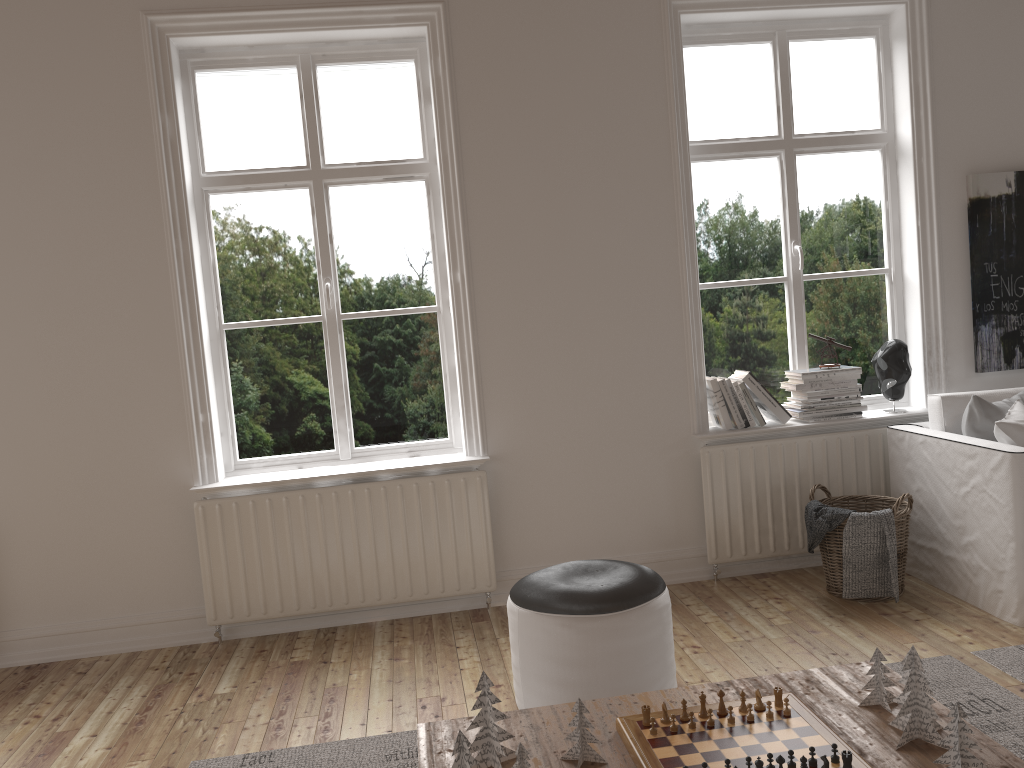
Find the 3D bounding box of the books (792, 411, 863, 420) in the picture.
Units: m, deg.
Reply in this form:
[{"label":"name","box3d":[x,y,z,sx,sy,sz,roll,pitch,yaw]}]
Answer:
[{"label":"books","box3d":[1.451,0.140,4.110,0.285,0.012,0.159,-5,4,-7]}]

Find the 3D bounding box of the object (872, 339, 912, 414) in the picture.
[{"label":"object","box3d":[1.765,-0.039,4.117,0.171,0.340,0.177,-3,5,29]}]

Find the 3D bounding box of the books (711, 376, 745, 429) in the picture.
[{"label":"books","box3d":[0.974,0.084,4.054,0.112,0.235,0.172,-5,4,-7]}]

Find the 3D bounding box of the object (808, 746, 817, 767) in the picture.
[{"label":"object","box3d":[0.590,0.730,1.742,0.017,0.037,0.017,-4,4,12]}]

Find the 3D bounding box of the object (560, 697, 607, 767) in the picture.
[{"label":"object","box3d":[0.146,0.738,1.895,0.077,0.141,0.082,-7,5,-25]}]

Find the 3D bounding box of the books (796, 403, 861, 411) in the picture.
[{"label":"books","box3d":[1.461,0.100,4.119,0.254,0.013,0.161,-5,4,-7]}]

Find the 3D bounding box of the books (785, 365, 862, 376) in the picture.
[{"label":"books","box3d":[1.432,-0.061,4.092,0.288,0.016,0.182,-5,4,-7]}]

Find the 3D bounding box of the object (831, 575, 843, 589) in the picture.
[{"label":"object","box3d":[1.465,0.758,3.695,0.291,0.186,0.280,-7,5,-21]}]

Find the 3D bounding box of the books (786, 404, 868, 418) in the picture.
[{"label":"books","box3d":[1.451,0.120,4.119,0.331,0.025,0.176,-5,4,-7]}]

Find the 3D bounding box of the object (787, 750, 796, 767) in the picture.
[{"label":"object","box3d":[0.547,0.734,1.736,0.017,0.037,0.017,-4,4,12]}]

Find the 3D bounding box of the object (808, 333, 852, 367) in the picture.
[{"label":"object","box3d":[1.462,-0.161,4.072,0.092,0.161,0.177,-8,6,-39]}]

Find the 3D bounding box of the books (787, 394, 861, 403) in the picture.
[{"label":"books","box3d":[1.443,0.062,4.114,0.285,0.012,0.159,-5,4,-7]}]

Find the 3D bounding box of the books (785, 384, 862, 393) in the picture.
[{"label":"books","box3d":[1.446,0.016,4.127,0.288,0.016,0.182,-5,4,-7]}]

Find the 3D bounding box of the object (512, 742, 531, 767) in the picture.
[{"label":"object","box3d":[0.019,0.765,1.738,0.072,0.132,0.076,-5,4,-6]}]

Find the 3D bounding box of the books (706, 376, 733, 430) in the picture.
[{"label":"books","box3d":[0.930,0.085,4.059,0.093,0.239,0.172,-5,4,-7]}]

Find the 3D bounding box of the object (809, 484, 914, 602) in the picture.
[{"label":"object","box3d":[1.453,0.647,3.682,0.393,0.432,0.393,-4,4,15]}]

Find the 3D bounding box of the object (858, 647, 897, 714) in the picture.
[{"label":"object","box3d":[0.843,0.669,2.037,0.079,0.137,0.075,-1,6,42]}]

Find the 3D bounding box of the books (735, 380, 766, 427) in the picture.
[{"label":"books","box3d":[1.074,0.086,4.068,0.118,0.213,0.161,-5,4,-7]}]

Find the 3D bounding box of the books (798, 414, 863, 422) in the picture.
[{"label":"books","box3d":[1.467,0.151,4.117,0.254,0.012,0.161,-5,4,-7]}]

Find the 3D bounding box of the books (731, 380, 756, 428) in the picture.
[{"label":"books","box3d":[1.035,0.086,4.068,0.101,0.218,0.161,-5,4,-7]}]

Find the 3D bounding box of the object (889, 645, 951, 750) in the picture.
[{"label":"object","box3d":[0.853,0.647,1.866,0.111,0.204,0.118,-4,5,17]}]

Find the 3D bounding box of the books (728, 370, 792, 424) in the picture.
[{"label":"books","box3d":[1.139,0.058,4.078,0.226,0.255,0.176,-5,4,-7]}]

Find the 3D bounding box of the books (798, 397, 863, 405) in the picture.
[{"label":"books","box3d":[1.466,0.072,4.109,0.256,0.013,0.161,-5,4,-7]}]

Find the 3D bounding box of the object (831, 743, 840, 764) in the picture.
[{"label":"object","box3d":[0.636,0.726,1.746,0.017,0.037,0.017,-4,4,12]}]

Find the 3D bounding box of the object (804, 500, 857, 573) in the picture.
[{"label":"object","box3d":[1.384,0.650,3.663,0.367,0.332,0.303,-6,4,-16]}]

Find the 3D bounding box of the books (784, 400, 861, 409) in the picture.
[{"label":"books","box3d":[1.442,0.088,4.131,0.288,0.016,0.182,-5,4,-7]}]

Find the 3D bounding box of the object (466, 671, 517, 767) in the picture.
[{"label":"object","box3d":[-0.053,0.718,1.905,0.108,0.213,0.109,-4,5,18]}]

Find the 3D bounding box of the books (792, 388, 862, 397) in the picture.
[{"label":"books","box3d":[1.458,0.032,4.116,0.263,0.017,0.167,-5,4,-7]}]

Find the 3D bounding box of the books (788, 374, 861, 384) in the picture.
[{"label":"books","box3d":[1.441,-0.028,4.107,0.273,0.021,0.174,-5,4,-7]}]

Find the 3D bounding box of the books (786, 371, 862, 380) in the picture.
[{"label":"books","box3d":[1.438,-0.046,4.105,0.288,0.016,0.182,-5,4,-7]}]

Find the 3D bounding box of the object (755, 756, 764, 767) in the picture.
[{"label":"object","box3d":[0.469,0.734,1.681,0.025,0.058,0.025,-2,5,38]}]

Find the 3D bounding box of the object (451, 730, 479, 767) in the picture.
[{"label":"object","box3d":[-0.087,0.742,1.649,0.106,0.208,0.107,-4,4,9]}]

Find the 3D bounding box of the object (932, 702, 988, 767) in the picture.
[{"label":"object","box3d":[0.852,0.682,1.690,0.082,0.160,0.082,-6,5,-18]}]

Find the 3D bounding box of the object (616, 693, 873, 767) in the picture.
[{"label":"object","box3d":[0.474,0.770,1.840,0.429,0.036,0.429,-5,4,-7]}]

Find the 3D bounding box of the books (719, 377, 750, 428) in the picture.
[{"label":"books","box3d":[1.006,0.083,4.060,0.104,0.232,0.152,-5,4,-7]}]

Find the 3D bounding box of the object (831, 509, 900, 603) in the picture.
[{"label":"object","box3d":[1.439,0.664,3.642,0.290,0.356,0.349,-3,5,22]}]

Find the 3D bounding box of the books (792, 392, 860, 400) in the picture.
[{"label":"books","box3d":[1.454,0.049,4.108,0.254,0.012,0.161,-5,4,-7]}]

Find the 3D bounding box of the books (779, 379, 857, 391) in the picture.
[{"label":"books","box3d":[1.421,-0.004,4.122,0.296,0.028,0.180,-5,4,-7]}]
